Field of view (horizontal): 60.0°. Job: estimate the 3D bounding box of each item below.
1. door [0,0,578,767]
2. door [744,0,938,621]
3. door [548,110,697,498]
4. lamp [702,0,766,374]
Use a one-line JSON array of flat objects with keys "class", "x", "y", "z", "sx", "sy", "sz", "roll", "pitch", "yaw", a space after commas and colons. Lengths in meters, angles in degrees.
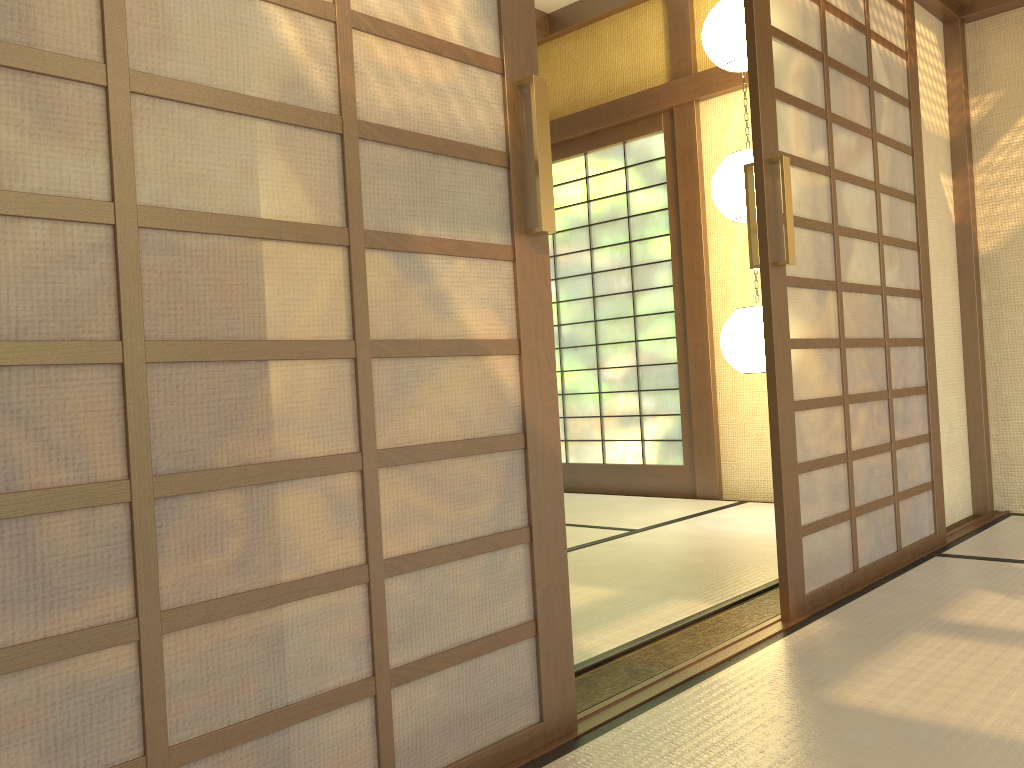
[{"class": "door", "x": -0.383, "y": -0.410, "z": 1.357, "sx": 0.076, "sy": 2.265, "sz": 1.230, "roll": -4, "pitch": 0, "yaw": 43}, {"class": "door", "x": 1.099, "y": -0.494, "z": 2.933, "sx": 0.076, "sy": 2.265, "sz": 1.230, "roll": -4, "pitch": 0, "yaw": 43}, {"class": "door", "x": -0.022, "y": -0.395, "z": 6.067, "sx": 2.890, "sy": 2.230, "sz": 0.140, "roll": -4, "pitch": 0, "yaw": 43}, {"class": "lamp", "x": 1.090, "y": -1.198, "z": 4.115, "sx": 0.363, "sy": 2.297, "sz": 0.363, "roll": -4, "pitch": 0, "yaw": 43}]
